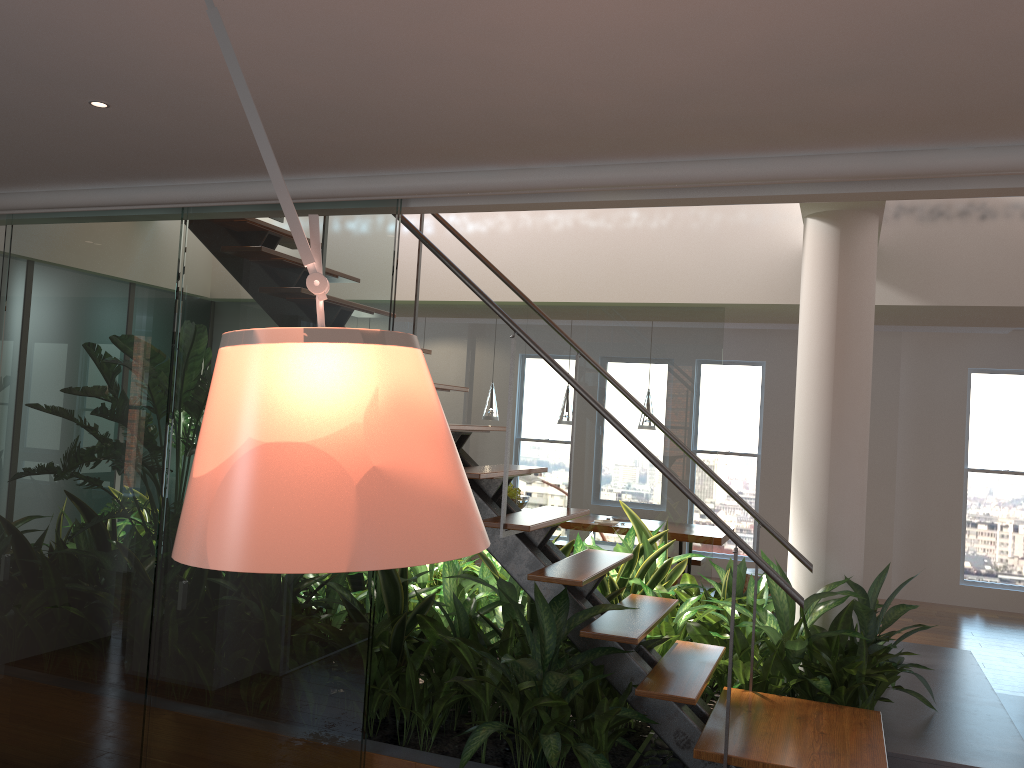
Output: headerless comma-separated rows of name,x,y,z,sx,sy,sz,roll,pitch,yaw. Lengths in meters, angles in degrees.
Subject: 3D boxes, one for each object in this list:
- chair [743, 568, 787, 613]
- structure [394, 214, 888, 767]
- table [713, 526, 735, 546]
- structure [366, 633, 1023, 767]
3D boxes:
chair,2.133,1.780,7.396,0.460,0.400,0.460,2,-3,31
structure,-0.506,-0.561,4.607,4.591,4.265,2.552,3,-2,21
table,-0.981,1.490,8.587,5.996,0.704,0.893,3,-2,21
structure,0.062,1.560,4.486,5.584,0.386,3.088,3,-2,21
